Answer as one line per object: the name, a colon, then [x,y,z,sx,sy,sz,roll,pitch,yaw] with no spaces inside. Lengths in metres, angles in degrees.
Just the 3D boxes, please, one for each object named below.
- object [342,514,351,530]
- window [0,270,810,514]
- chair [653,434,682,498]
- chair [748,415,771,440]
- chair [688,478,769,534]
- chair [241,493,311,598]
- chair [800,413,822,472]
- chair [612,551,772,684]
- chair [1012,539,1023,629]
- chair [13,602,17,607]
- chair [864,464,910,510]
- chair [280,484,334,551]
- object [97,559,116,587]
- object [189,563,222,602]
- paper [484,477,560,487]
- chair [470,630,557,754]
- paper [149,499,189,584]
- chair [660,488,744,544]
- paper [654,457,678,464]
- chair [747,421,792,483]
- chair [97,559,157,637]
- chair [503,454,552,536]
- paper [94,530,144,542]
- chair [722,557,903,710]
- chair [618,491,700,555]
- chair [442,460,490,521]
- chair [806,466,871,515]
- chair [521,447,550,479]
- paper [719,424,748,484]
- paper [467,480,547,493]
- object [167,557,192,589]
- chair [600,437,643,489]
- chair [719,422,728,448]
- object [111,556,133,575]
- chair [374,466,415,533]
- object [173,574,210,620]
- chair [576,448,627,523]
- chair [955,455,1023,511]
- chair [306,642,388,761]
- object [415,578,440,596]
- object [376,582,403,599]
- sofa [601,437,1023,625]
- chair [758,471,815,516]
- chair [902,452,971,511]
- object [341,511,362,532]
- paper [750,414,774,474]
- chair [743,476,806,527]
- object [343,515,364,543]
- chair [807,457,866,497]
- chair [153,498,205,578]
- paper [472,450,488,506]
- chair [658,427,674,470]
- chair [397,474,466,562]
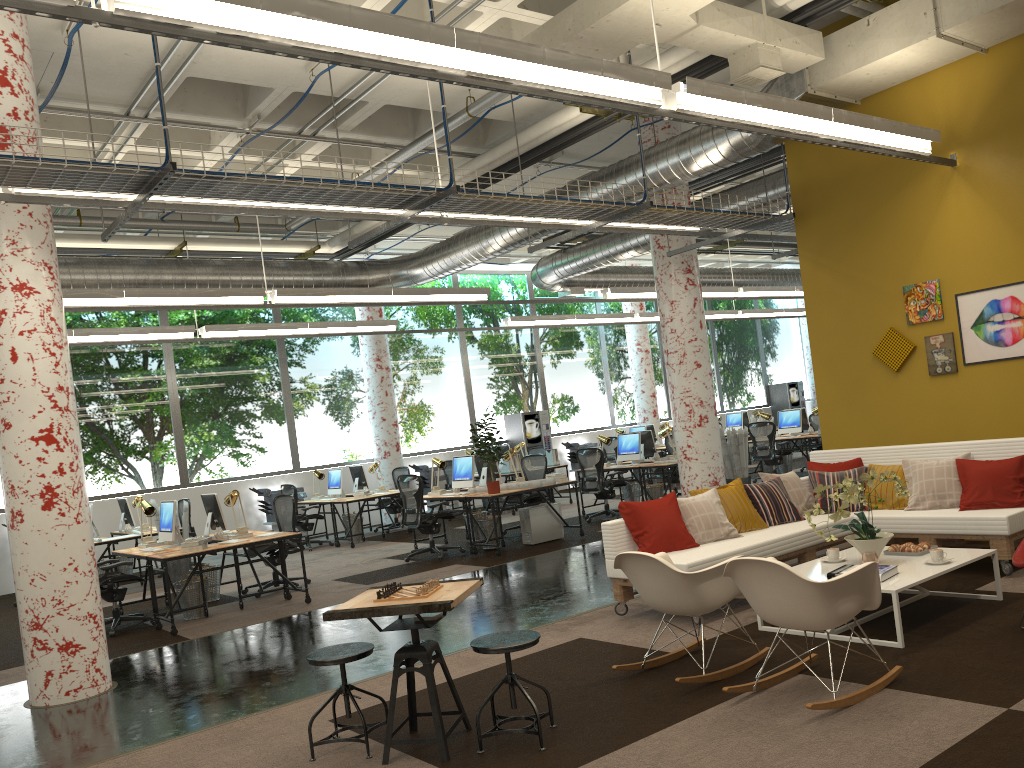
object: [-2.828,2.442,15.325,0.119,0.403,0.236,-7,-1,-37]
window: [-1.789,-0.454,18.005,26.124,3.763,0.050,-5,-1,-38]
chair: [2.656,1.363,14.456,0.773,1.085,0.790,-8,-1,36]
chair: [6.110,1.295,21.792,0.773,1.085,0.790,-8,-1,36]
chair: [1.755,1.006,7.159,0.545,0.438,0.317,-6,-1,-25]
chair: [-2.738,1.831,10.170,0.773,1.085,0.790,-8,-1,36]
chair: [5.849,1.076,16.797,0.773,1.085,0.790,-8,-1,36]
chair: [0.998,1.273,5.088,0.791,0.753,0.616,-6,-1,-38]
chair: [3.019,0.963,4.697,0.638,0.812,0.832,-8,-1,27]
chair: [-6.343,2.378,11.941,0.773,1.085,0.790,-8,-1,36]
chair: [3.172,0.869,7.416,0.365,0.381,0.523,-6,-2,-41]
chair: [-3.363,2.116,14.242,0.773,1.085,0.790,-8,-1,36]
object: [-5.543,2.608,12.067,0.352,0.435,0.360,-6,-1,-41]
object: [-3.457,2.242,10.046,0.352,0.435,0.360,-6,-1,-41]
paper: [0.047,1.281,11.233,1.136,0.082,0.083,-8,-2,17]
chair: [-0.002,1.486,4.315,0.347,0.497,0.337,-7,-1,12]
paper: [-4.441,2.060,11.617,0.442,1.198,0.411,-7,0,30]
chair: [1.475,1.047,6.903,0.524,0.401,0.332,-7,-1,-19]
paper: [2.449,1.107,13.012,0.624,0.061,0.570,-5,-4,-40]
chair: [4.532,1.180,15.546,0.773,1.085,0.790,-8,-1,36]
chair: [-4.056,1.935,8.919,0.773,1.085,0.790,-8,-1,36]
chair: [0.227,1.551,12.497,0.773,1.085,0.790,-8,-1,36]
paper: [-5.233,2.017,11.748,0.624,0.061,0.570,-5,-4,-40]
chair: [1.477,1.180,4.457,0.791,0.753,0.616,-6,-1,-38]
chair: [1.090,1.062,6.665,0.533,0.444,0.302,-7,-1,-21]
chair: [-0.903,1.899,16.142,0.773,1.085,0.790,-8,-1,36]
chair: [2.812,0.923,7.599,0.517,0.392,0.357,-8,-1,21]
chair: [0.414,1.795,17.393,0.773,1.085,0.790,-8,-1,36]
paper: [3.241,1.150,12.881,0.442,1.198,0.411,-7,0,30]
paper: [-0.086,1.293,11.132,1.137,0.082,0.082,-9,-2,27]
object: [-4.367,2.466,11.611,0.353,0.398,0.353,-7,-1,7]
chair: [2.235,1.624,18.565,0.773,1.085,0.790,-8,-1,36]
chair: [4.793,1.399,20.541,0.773,1.085,0.790,-8,-1,36]
object: [-5.745,2.684,13.067,0.352,0.435,0.360,-6,-1,-41]
chair: [-2.046,2.012,15.493,0.773,1.085,0.790,-8,-1,36]
object: [-3.256,2.166,9.045,0.352,0.435,0.360,-6,-1,-41]
chair: [1.339,1.467,13.205,0.773,1.085,0.790,-8,-1,36]
chair: [3.679,0.759,6.756,0.520,0.395,0.334,-8,-1,30]
chair: [-0.842,1.602,4.503,0.347,0.497,0.337,-7,-1,12]
object: [-0.416,0.991,4.363,0.056,0.053,0.250,-8,-3,13]
object: [-0.611,1.018,4.408,0.056,0.053,0.250,-8,-3,12]
sofa: [2.415,1.068,6.693,2.847,0.931,2.026,-5,-3,-38]
chair: [2.422,0.951,7.686,0.544,0.438,0.336,-6,-1,-33]
chair: [3.406,0.791,7.086,0.527,0.428,0.311,-8,-1,31]
object: [-2.765,2.422,15.369,0.352,0.435,0.360,-6,-1,-41]
paper: [4.899,1.159,17.229,0.442,1.198,0.411,-7,0,30]
chair: [2.143,1.001,7.380,0.522,0.408,0.342,-7,-1,-22]
object: [-2.563,2.346,14.368,0.352,0.435,0.360,-6,-1,-41]
chair: [2.902,0.886,7.878,0.535,0.437,0.286,-8,-1,25]
chair: [-5.026,2.274,13.192,0.773,1.085,0.790,-8,-1,36]
paper: [-0.536,1.878,17.824,0.442,1.198,0.411,-7,0,30]
chair: [3.553,1.520,19.816,0.773,1.085,0.790,-8,-1,36]
chair: [-1.090,1.655,11.246,0.773,1.085,0.790,-8,-1,36]
